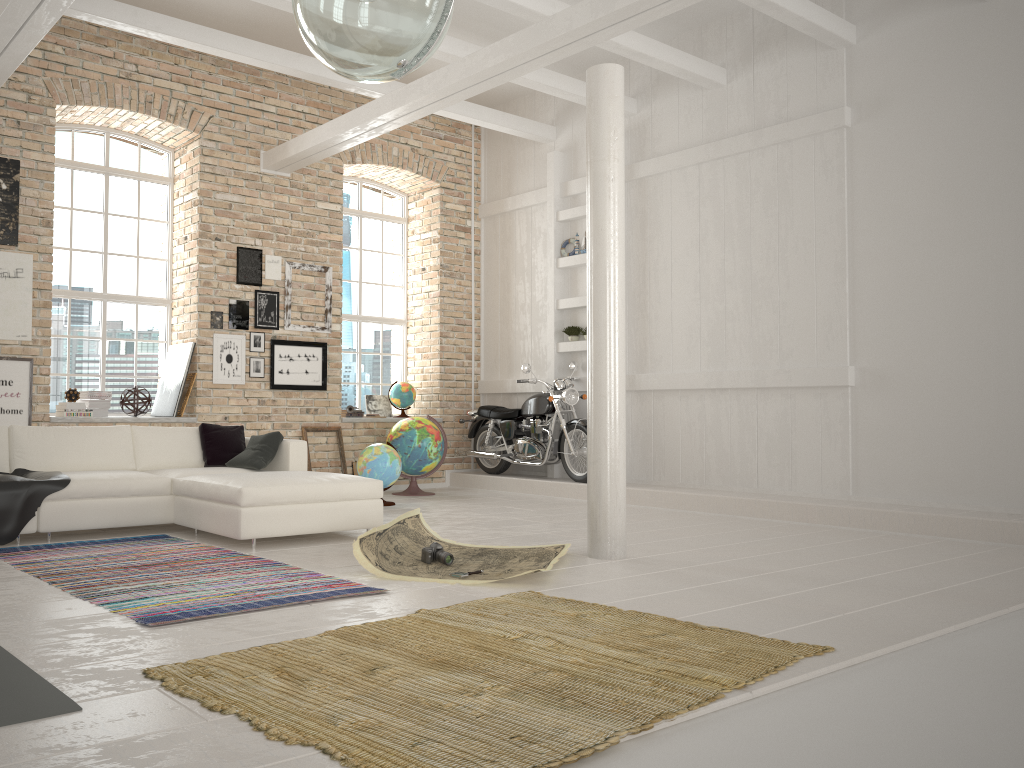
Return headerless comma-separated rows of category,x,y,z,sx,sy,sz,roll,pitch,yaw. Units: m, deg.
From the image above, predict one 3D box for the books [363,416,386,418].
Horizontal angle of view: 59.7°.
books,-1.603,0.387,10.373,0.213,0.022,0.188,2,-3,-40

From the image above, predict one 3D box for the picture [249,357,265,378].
picture,-2.688,-0.172,9.396,0.164,0.213,0.012,2,-3,-40

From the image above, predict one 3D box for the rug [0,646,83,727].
rug,-2.760,0.985,3.272,1.343,0.041,2.899,2,-3,-43

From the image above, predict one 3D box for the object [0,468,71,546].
object,-3.584,0.835,6.169,0.836,0.464,0.828,2,-3,-43

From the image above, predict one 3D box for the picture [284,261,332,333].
picture,-2.235,-0.945,9.790,0.564,0.749,0.027,2,-3,-40

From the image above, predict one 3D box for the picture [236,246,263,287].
picture,-2.758,-1.233,9.371,0.276,0.394,0.020,2,-3,-40

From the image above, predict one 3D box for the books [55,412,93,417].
books,-4.117,0.286,8.382,0.258,0.048,0.233,2,-3,-44

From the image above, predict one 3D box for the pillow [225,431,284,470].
pillow,-2.110,0.538,7.317,0.444,0.305,0.318,-1,-3,39

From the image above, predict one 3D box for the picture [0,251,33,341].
picture,-4.541,-0.783,7.868,0.551,0.785,0.039,2,-3,-40

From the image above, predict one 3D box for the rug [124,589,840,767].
rug,-0.034,0.994,3.235,1.642,0.021,2.052,-2,-3,43

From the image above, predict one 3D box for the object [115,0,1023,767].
object,-0.515,-1.339,4.412,9.469,4.799,12.653,2,-3,-41

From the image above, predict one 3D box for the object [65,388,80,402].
object,-4.162,0.107,8.439,0.138,0.137,0.147,1,-2,-14

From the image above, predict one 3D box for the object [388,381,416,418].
object,-1.339,0.191,10.925,0.309,0.465,0.350,2,-3,-35

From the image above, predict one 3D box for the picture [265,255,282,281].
picture,-2.556,-1.246,9.546,0.181,0.259,0.013,2,-3,-40

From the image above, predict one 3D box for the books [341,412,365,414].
books,-1.885,0.335,10.414,0.217,0.026,0.240,-2,-3,45

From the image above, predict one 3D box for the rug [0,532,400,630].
rug,-1.999,1.056,5.073,1.315,0.008,2.862,2,-3,-43

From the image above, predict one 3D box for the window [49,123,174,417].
window,-0.186,-1.286,4.643,1.337,2.989,12.206,2,-3,-41

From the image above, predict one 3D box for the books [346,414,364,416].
books,-1.891,0.360,10.406,0.238,0.029,0.217,2,-3,-41

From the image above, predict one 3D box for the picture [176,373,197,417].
picture,-3.345,0.116,9.044,0.162,0.460,0.387,2,-3,-42

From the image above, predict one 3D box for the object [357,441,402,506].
object,-1.307,0.882,8.774,0.449,0.631,0.446,0,-2,0

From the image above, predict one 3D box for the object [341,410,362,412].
object,-1.879,0.313,10.405,0.199,0.021,0.169,2,-3,-41

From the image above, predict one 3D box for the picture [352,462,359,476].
picture,-1.692,1.058,10.143,0.250,0.351,0.102,2,-3,-40

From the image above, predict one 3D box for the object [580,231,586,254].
object,0.830,-1.575,9.890,0.060,0.261,0.246,1,-2,-28

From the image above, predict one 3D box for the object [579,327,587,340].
object,0.857,-0.559,9.851,0.239,0.158,0.216,-2,-3,41

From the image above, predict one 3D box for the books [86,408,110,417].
books,-4.128,0.279,8.792,0.223,0.088,0.337,2,-2,-36

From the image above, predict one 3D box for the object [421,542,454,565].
object,-0.434,1.006,5.291,0.139,0.124,0.180,2,-3,-41

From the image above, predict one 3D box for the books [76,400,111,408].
books,-4.128,0.196,8.797,0.339,0.088,0.222,-2,-3,44

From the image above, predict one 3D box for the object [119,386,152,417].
object,-3.694,0.172,8.753,0.327,0.307,0.285,-2,-3,40

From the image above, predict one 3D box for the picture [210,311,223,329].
picture,-3.024,-0.655,9.132,0.126,0.178,0.009,2,-3,-34

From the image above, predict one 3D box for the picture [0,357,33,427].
picture,-4.501,0.137,7.868,0.485,0.756,0.013,2,-3,-40

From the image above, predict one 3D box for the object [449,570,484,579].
object,-0.233,1.044,4.909,0.212,0.019,0.104,2,-3,-45

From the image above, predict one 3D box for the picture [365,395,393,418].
picture,-1.662,0.285,11.142,0.367,0.292,0.072,2,-3,-40

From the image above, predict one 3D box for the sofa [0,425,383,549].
sofa,-2.842,0.715,6.306,3.064,0.842,2.318,2,-3,-40

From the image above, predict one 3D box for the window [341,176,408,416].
window,2.107,-1.207,6.550,1.337,2.989,12.206,2,-3,-41

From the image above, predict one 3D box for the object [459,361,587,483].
object,0.203,0.408,10.082,2.318,1.329,0.760,-2,-3,44

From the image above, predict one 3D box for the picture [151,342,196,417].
picture,-3.478,-0.039,9.156,0.229,0.764,0.628,2,-3,-41

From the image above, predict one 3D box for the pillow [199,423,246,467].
pillow,-2.454,0.528,7.608,0.399,0.390,0.258,2,-3,-40

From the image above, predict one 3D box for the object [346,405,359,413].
object,-1.866,0.296,10.441,0.094,0.090,0.477,0,-2,-2

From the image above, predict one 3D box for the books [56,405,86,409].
books,-4.148,0.219,8.378,0.207,0.041,0.190,-1,-2,35

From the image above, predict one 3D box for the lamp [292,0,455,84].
lamp,-0.428,-1.716,2.770,0.476,1.599,0.528,1,-2,-27

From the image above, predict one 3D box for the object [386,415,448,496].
object,-1.082,0.801,9.948,0.691,0.924,0.619,-1,-2,25

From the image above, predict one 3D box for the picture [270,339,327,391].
picture,-2.317,-0.201,9.695,0.667,0.535,0.033,2,-3,-40

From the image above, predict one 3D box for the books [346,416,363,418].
books,-1.888,0.386,10.402,0.239,0.025,0.216,2,-3,-40

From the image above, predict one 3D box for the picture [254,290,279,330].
picture,-2.603,-0.786,9.478,0.273,0.409,0.011,2,-3,-40

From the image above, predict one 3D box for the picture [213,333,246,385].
picture,-2.916,-0.256,9.202,0.342,0.514,0.014,2,-3,-40

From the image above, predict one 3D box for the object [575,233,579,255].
object,0.734,-1.573,10.043,0.068,0.267,0.066,0,-2,3

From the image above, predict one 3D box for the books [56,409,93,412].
books,-4.115,0.250,8.385,0.253,0.024,0.233,2,-3,-44

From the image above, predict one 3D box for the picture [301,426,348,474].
picture,-2.035,0.841,9.756,0.473,0.748,0.237,2,-3,-40

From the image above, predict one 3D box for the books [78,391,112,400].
books,-4.130,0.111,8.789,0.243,0.085,0.286,-1,-2,29

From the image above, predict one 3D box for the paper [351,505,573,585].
paper,-0.226,0.940,5.345,1.099,0.265,1.416,0,-2,13

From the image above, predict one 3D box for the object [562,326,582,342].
object,0.678,-0.565,10.024,0.240,0.180,0.241,-1,-2,20

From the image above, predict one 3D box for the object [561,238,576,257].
object,0.657,-1.550,10.163,0.250,0.229,0.066,-2,-3,40

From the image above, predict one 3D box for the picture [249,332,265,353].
picture,-2.688,-0.441,9.406,0.164,0.213,0.012,2,-3,-40

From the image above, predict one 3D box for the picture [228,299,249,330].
picture,-2.843,-0.720,9.284,0.215,0.306,0.015,2,-3,-40

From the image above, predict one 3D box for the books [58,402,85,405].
books,-4.142,0.185,8.383,0.188,0.030,0.172,-1,-3,38

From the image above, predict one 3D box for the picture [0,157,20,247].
picture,-4.645,-1.630,7.840,0.550,0.784,0.039,2,-3,-40
